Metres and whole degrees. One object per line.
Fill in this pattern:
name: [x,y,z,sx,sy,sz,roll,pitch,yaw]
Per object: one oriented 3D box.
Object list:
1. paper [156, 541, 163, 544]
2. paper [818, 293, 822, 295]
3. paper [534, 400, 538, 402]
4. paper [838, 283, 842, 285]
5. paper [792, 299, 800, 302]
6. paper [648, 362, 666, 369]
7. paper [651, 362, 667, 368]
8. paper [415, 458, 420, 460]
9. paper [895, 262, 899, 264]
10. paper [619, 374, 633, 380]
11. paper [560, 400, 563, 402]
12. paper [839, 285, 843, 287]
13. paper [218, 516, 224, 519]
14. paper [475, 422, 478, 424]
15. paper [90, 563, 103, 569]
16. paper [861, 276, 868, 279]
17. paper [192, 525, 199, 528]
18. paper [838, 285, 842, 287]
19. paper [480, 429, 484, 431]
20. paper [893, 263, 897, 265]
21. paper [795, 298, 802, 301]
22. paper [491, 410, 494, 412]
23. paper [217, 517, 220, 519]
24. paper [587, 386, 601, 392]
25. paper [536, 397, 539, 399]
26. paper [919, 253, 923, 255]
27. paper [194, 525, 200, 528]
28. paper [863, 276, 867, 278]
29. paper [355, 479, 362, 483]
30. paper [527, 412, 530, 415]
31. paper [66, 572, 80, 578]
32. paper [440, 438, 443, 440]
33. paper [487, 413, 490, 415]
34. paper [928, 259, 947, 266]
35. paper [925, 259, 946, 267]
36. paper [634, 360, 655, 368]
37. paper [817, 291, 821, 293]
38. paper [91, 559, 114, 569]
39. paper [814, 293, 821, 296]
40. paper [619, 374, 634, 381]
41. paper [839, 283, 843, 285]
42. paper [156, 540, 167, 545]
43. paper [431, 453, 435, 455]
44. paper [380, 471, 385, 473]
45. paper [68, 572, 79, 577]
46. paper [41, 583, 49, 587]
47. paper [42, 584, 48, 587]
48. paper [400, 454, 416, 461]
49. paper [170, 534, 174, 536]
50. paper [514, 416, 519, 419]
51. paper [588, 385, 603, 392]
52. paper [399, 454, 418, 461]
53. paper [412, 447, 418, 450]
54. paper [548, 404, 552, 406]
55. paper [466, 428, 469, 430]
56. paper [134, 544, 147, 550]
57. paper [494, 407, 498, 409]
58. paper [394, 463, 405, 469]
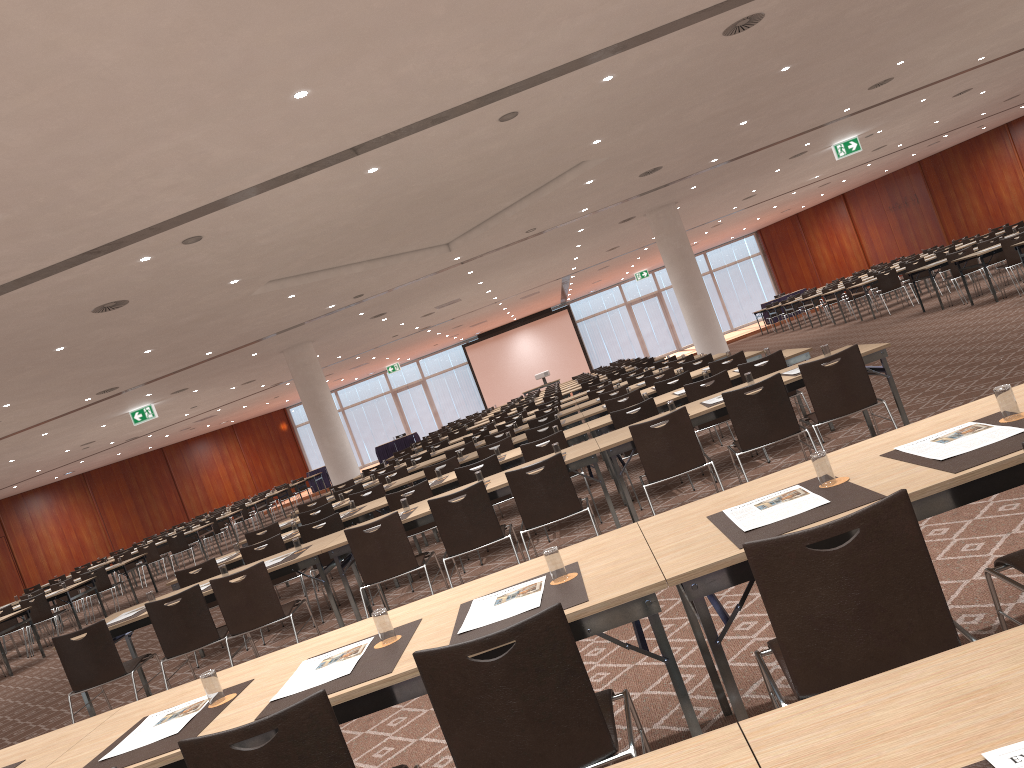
paper: [-8.431,3.793,21.148,0.283,0.006,0.398,-20,0,2]
paper: [8.430,-2.477,24.022,0.460,0.003,0.565,-20,0,5]
paper: [0.427,0.501,22.519,0.460,0.003,0.565,-20,0,7]
paper: [9.683,-2.956,26.005,0.283,0.006,0.398,-20,0,3]
paper: [8.501,-2.512,26.006,0.460,0.003,0.565,-20,0,2]
paper: [2.835,-0.369,16.881,0.460,0.003,0.565,-20,0,4]
paper: [2.801,-0.360,16.918,0.283,0.006,0.398,-20,0,1]
paper: [-1.553,1.264,15.206,0.283,0.006,0.398,-20,0,3]
paper: [11.204,-3.520,25.917,0.283,0.006,0.398,-20,0,3]
paper: [2.181,-0.130,16.986,0.284,0.006,0.398,-20,0,6]
paper: [0.748,0.406,16.988,0.460,0.003,0.565,-20,0,4]
paper: [9.044,-2.705,23.981,0.460,0.003,0.565,-20,0,4]
paper: [-7.655,3.501,23.037,0.460,0.003,0.565,-20,0,6]
paper: [-1.095,1.066,22.634,0.460,0.003,0.565,-20,0,5]
paper: [-9.958,4.360,21.224,0.283,0.006,0.398,-20,0,3]
paper: [9.632,-2.923,23.944,0.460,0.003,0.565,-20,0,5]
paper: [-8.306,3.738,23.135,0.284,0.006,0.398,-20,0,5]
paper: [8.990,-2.690,24.059,0.283,0.006,0.398,-20,0,0]
paper: [-0.541,0.880,17.141,0.283,0.006,0.398,-20,0,3]
paper: [11.270,-3.540,25.845,0.460,0.003,0.565,-20,0,3]
paper: [8.466,-2.504,26.099,0.283,0.006,0.398,-20,0,2]
paper: [-0.808,0.933,28.630,0.460,0.003,0.565,-20,0,2]
paper: [-7.731,3.525,23.108,0.283,0.006,0.398,-20,0,3]
paper: [1.575,0.095,17.014,0.283,0.006,0.398,-20,0,3]
paper: [0.507,0.463,24.527,0.460,0.003,0.565,-20,0,6]
paper: [11.845,-3.758,25.889,0.284,0.006,0.398,-20,0,5]
paper: [-8.265,3.727,23.070,0.460,0.003,0.565,-20,0,4]
paper: [9.580,-2.909,24.039,0.283,0.006,0.398,-20,0,2]
paper: [-2.745,1.707,15.290,0.284,0.006,0.398,-20,0,6]
paper: [0.130,0.635,17.052,0.460,0.003,0.565,-20,0,2]
paper: [-10.484,4.559,21.221,0.460,0.003,0.565,-20,0,1]
paper: [-1.819,1.344,20.661,0.460,0.003,0.565,-20,0,2]
paper: [-0.909,0.980,26.630,0.460,0.003,0.565,-20,0,4]
paper: [7.972,-2.279,16.589,0.283,0.006,0.398,-20,0,2]
paper: [8.038,-2.299,16.544,0.460,0.003,0.565,-20,0,5]
paper: [3.032,-0.457,20.363,0.460,0.003,0.565,-20,0,0]
paper: [9.115,-2.740,25.965,0.460,0.003,0.565,-20,0,3]
paper: [-9.868,4.331,21.195,0.460,0.003,0.565,-20,0,4]
paper: [8.360,-2.456,24.098,0.283,0.006,0.398,-20,0,2]
paper: [2.247,-0.150,16.889,0.460,0.003,0.565,-20,0,7]
paper: [9.753,-2.977,25.951,0.460,0.003,0.565,-20,0,7]
paper: [-8.376,3.777,21.099,0.460,0.003,0.565,-20,0,1]
paper: [-1.510,1.253,15.132,0.460,0.003,0.565,-20,0,0]
paper: [-2.175,1.495,15.249,0.283,0.006,0.398,-20,0,4]
paper: [-10.522,4.569,21.297,0.284,0.006,0.398,-20,0,6]
paper: [-11.155,4.804,21.316,0.284,0.006,0.398,-20,0,4]
paper: [-11.100,4.788,21.263,0.460,0.003,0.565,-20,0,4]
paper: [-2.038,1.436,17.229,0.284,0.006,0.398,-20,0,4]
paper: [-8.899,3.958,23.194,0.283,0.006,0.398,-20,0,3]
paper: [0.070,0.653,17.116,0.283,0.006,0.398,-20,0,2]
paper: [1.647,0.073,16.947,0.460,0.003,0.565,-20,0,4]
paper: [-2.021,1.434,17.181,0.460,0.003,0.565,-20,0,2]
paper: [-2.416,1.565,20.692,0.460,0.003,0.565,-20,0,3]
paper: [0.676,0.428,17.082,0.284,0.006,0.398,-20,0,4]
paper: [-1.212,1.118,20.629,0.460,0.003,0.565,-20,0,5]
paper: [-9.778,4.288,23.192,0.460,0.003,0.565,-20,0,4]
paper: [-0.707,0.887,30.620,0.460,0.003,0.565,-20,0,1]
paper: [-2.094,1.470,15.182,0.460,0.003,0.565,-20,0,3]
